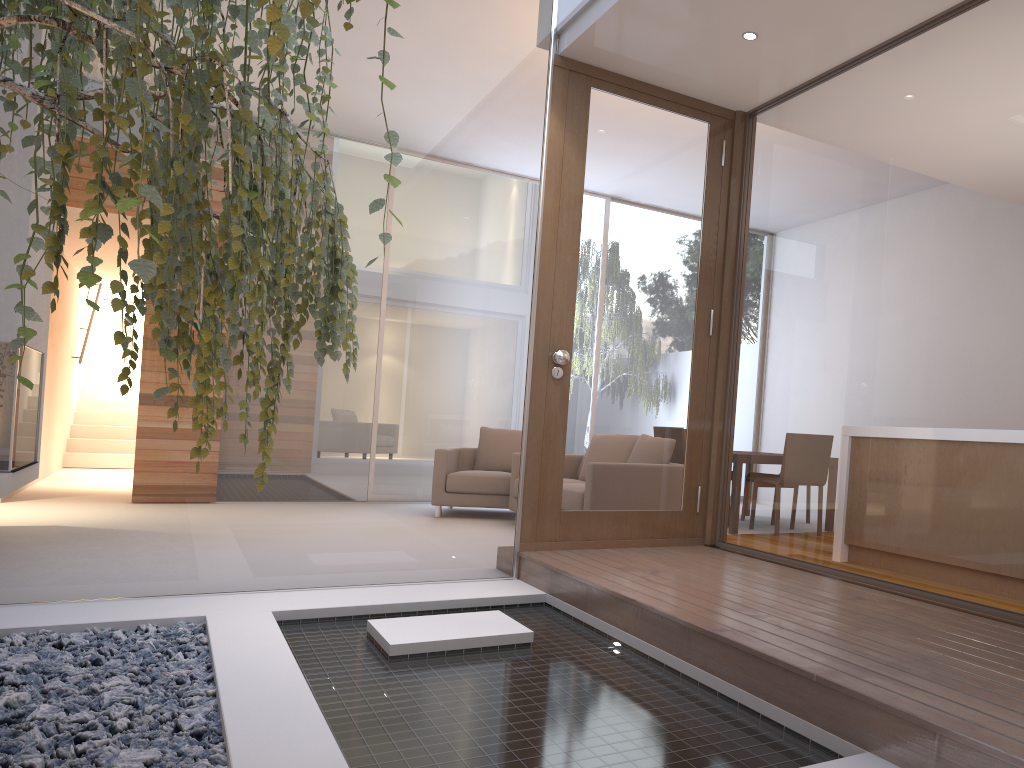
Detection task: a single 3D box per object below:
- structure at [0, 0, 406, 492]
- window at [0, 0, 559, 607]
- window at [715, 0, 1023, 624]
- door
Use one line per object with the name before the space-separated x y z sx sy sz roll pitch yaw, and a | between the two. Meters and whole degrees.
structure | -0.992 -1.181 1.185 2.020 3.991 2.099 3 -1 -30
window | -1.236 -0.745 3.379 3.210 3.255 0.044 4 0 -30
window | 2.046 -0.365 2.885 0.069 2.467 4.114 3 -2 -22
door | 0.670 -0.351 4.447 1.065 2.364 0.098 3 0 -30
